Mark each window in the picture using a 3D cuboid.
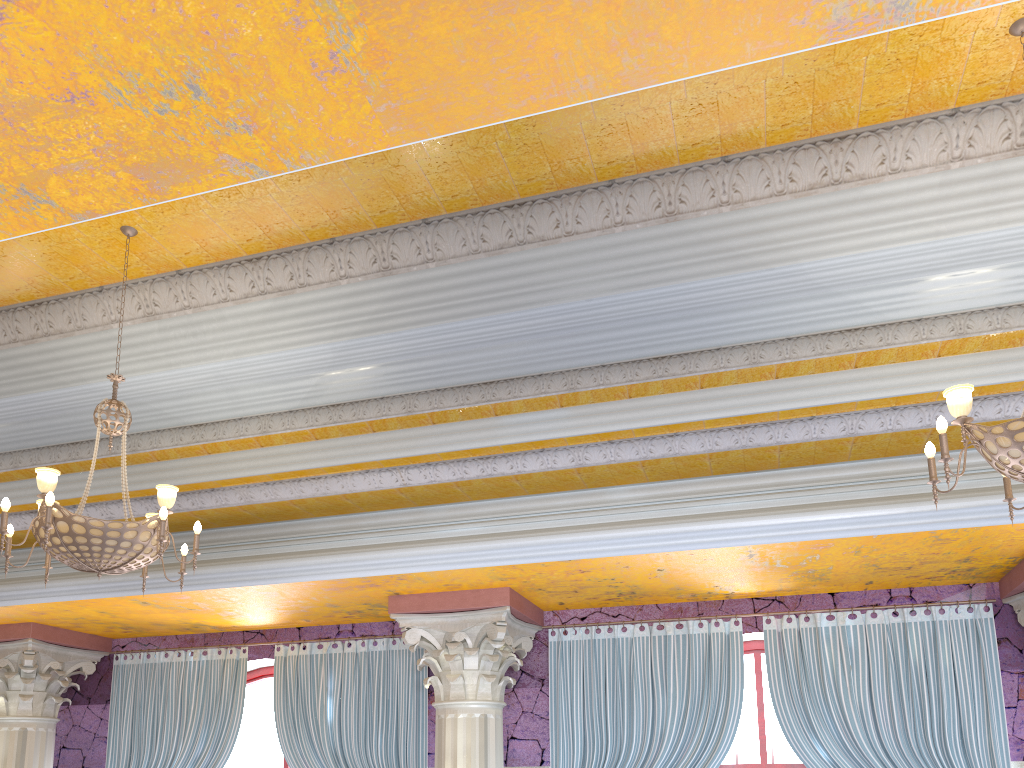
[{"bbox_3d":[-2.321,4.159,8.837,3.586,2.412,0.167,-7,-13,17],"label":"window"},{"bbox_3d":[2.214,3.503,7.479,3.586,2.412,0.167,-7,-13,17],"label":"window"}]

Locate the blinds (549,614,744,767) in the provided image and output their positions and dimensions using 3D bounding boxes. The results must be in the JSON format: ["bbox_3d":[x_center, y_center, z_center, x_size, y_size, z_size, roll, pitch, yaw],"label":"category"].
[{"bbox_3d":[1.095,3.663,7.098,1.767,3.317,0.256,-5,-12,18],"label":"blinds"}]

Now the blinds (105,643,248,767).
[{"bbox_3d":[-3.442,4.320,8.456,1.718,3.317,0.256,-5,-12,18],"label":"blinds"}]

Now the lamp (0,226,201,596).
[{"bbox_3d":[-2.249,0.063,4.848,0.972,2.049,1.006,7,-16,-27],"label":"lamp"}]

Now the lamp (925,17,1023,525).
[{"bbox_3d":[2.213,-0.582,3.512,0.972,2.049,1.006,7,-16,-27],"label":"lamp"}]

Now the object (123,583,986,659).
[{"bbox_3d":[-4.487,4.380,8.728,29.296,3.445,2.217,-8,-17,17],"label":"object"}]

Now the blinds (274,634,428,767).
[{"bbox_3d":[-1.521,4.042,7.881,1.716,3.317,0.256,-5,-12,16],"label":"blinds"}]

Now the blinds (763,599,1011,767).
[{"bbox_3d":[2.952,3.394,6.542,1.806,3.317,0.256,-5,-12,16],"label":"blinds"}]
